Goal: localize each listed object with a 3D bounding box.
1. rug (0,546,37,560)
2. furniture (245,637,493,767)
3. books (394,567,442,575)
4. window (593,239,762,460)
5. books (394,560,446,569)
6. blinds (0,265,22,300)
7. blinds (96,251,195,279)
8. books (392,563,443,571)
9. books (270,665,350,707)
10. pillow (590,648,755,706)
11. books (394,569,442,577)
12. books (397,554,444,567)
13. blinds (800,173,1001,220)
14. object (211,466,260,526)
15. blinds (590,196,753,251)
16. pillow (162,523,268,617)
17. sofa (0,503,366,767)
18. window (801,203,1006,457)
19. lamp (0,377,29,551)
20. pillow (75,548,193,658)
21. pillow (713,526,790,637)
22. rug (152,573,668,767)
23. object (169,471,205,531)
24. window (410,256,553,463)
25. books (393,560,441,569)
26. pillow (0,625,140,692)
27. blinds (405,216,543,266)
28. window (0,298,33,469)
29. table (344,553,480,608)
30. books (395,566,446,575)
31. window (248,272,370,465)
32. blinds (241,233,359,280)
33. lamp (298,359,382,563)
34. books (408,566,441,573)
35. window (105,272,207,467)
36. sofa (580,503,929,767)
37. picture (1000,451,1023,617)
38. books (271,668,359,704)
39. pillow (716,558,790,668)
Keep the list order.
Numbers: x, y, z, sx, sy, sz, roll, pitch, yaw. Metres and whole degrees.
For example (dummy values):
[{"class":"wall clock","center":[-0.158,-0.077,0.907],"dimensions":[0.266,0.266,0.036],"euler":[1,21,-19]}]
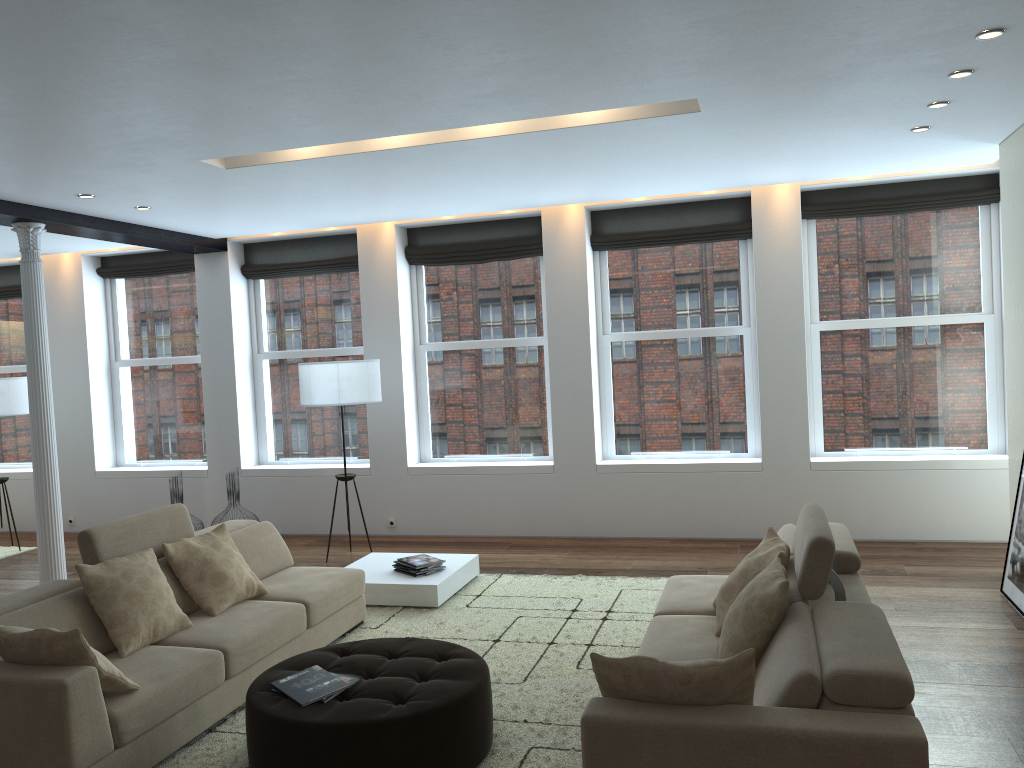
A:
[{"class":"rug","center":[-7.188,1.799,8.037],"dimensions":[4.231,0.020,2.972],"euler":[-2,2,16]},{"class":"furniture","center":[-0.614,1.431,3.885],"dimensions":[1.057,0.355,1.057],"euler":[-2,2,18]},{"class":"books","center":[-0.682,1.326,6.406],"dimensions":[0.220,0.010,0.300],"euler":[-5,3,-39]},{"class":"window","center":[1.495,-0.434,8.121],"dimensions":[1.443,2.400,0.123],"euler":[-2,2,16]},{"class":"books","center":[-0.664,1.296,6.421],"dimensions":[0.300,0.010,0.220],"euler":[-2,2,31]},{"class":"blinds","center":[-5.829,-1.155,10.121],"dimensions":[1.342,0.393,0.156],"euler":[-2,2,16]},{"class":"blinds","center":[-3.847,-1.293,9.545],"dimensions":[1.396,0.275,0.156],"euler":[-2,2,16]},{"class":"books","center":[-0.683,1.307,6.406],"dimensions":[0.300,0.010,0.220],"euler":[-1,3,41]},{"class":"books","center":[-0.849,1.263,3.721],"dimensions":[0.220,0.040,0.301],"euler":[-5,3,-39]},{"class":"pillow","center":[0.542,1.020,2.946],"dimensions":[0.518,0.393,0.395],"euler":[-2,2,13]},{"class":"books","center":[-0.681,1.346,6.407],"dimensions":[0.220,0.010,0.300],"euler":[-5,3,-39]},{"class":"books","center":[-0.665,1.277,6.420],"dimensions":[0.220,0.010,0.300],"euler":[-4,2,-34]},{"class":"blinds","center":[3.252,-1.571,7.494],"dimensions":[1.563,0.275,0.156],"euler":[-2,2,16]},{"class":"object","center":[-2.640,1.175,8.432],"dimensions":[0.458,0.781,0.458],"euler":[-2,2,15]},{"class":"blinds","center":[1.428,-1.444,8.024],"dimensions":[1.442,0.393,0.156],"euler":[-2,2,16]},{"class":"pillow","center":[-1.692,1.046,5.031],"dimensions":[0.368,0.416,0.519],"euler":[-2,2,21]},{"class":"sofa","center":[-1.787,1.183,4.679],"dimensions":[1.021,0.950,2.581],"euler":[-2,2,16]},{"class":"window","center":[3.321,-0.507,7.593],"dimensions":[1.563,2.400,0.123],"euler":[-2,2,16]},{"class":"lamp","center":[-5.095,0.807,8.784],"dimensions":[0.698,1.728,0.698],"euler":[-1,3,40]},{"class":"pillow","center":[-1.877,1.066,4.434],"dimensions":[0.301,0.439,0.534],"euler":[-2,2,20]},{"class":"pillow","center":[1.139,0.933,4.213],"dimensions":[0.368,0.416,0.519],"euler":[-2,2,12]},{"class":"rug","center":[-0.384,1.576,4.744],"dimensions":[2.972,0.020,4.231],"euler":[-2,2,16]},{"class":"object","center":[-3.147,1.204,8.353],"dimensions":[0.458,0.781,0.458],"euler":[-2,2,15]},{"class":"window","center":[-0.273,-0.364,8.632],"dimensions":[1.442,2.400,0.123],"euler":[-2,2,16]},{"class":"books","center":[-0.684,1.288,6.405],"dimensions":[0.220,0.010,0.300],"euler":[-5,3,-39]},{"class":"pillow","center":[-1.857,1.116,3.639],"dimensions":[0.518,0.393,0.395],"euler":[-2,2,20]},{"class":"blinds","center":[-0.339,-1.366,8.535],"dimensions":[1.439,0.424,0.156],"euler":[-2,2,16]},{"class":"window","center":[-5.761,-0.145,10.217],"dimensions":[1.345,2.400,0.123],"euler":[-2,2,16]},{"class":"table","center":[-0.809,1.437,6.543],"dimensions":[0.900,0.170,0.900],"euler":[-2,2,16]},{"class":"books","center":[-0.662,1.335,6.423],"dimensions":[0.300,0.010,0.220],"euler":[-1,3,36]},{"class":"window","center":[-2.036,-0.293,9.141],"dimensions":[1.432,2.400,0.123],"euler":[-2,2,16]},{"class":"blinds","center":[-2.109,-1.302,9.030],"dimensions":[1.431,0.395,0.183],"euler":[-2,2,16]},{"class":"lamp","center":[-1.458,0.664,7.733],"dimensions":[0.698,1.728,0.698],"euler":[-1,3,40]},{"class":"books","center":[-0.663,1.315,6.422],"dimensions":[0.220,0.010,0.300],"euler":[-4,2,-24]},{"class":"window","center":[-3.776,-0.224,9.644],"dimensions":[1.391,2.400,0.123],"euler":[-2,2,16]},{"class":"sofa","center":[1.042,1.070,3.861],"dimensions":[1.021,0.950,2.581],"euler":[-2,2,16]},{"class":"picture","center":[3.173,0.885,5.437],"dimensions":[0.195,0.988,0.700],"euler":[-2,2,16]},{"class":"books","center":[-0.828,1.269,3.738],"dimensions":[0.300,0.031,0.219],"euler":[-2,2,31]},{"class":"pillow","center":[0.978,0.953,3.609],"dimensions":[0.301,0.439,0.534],"euler":[-2,2,13]}]
